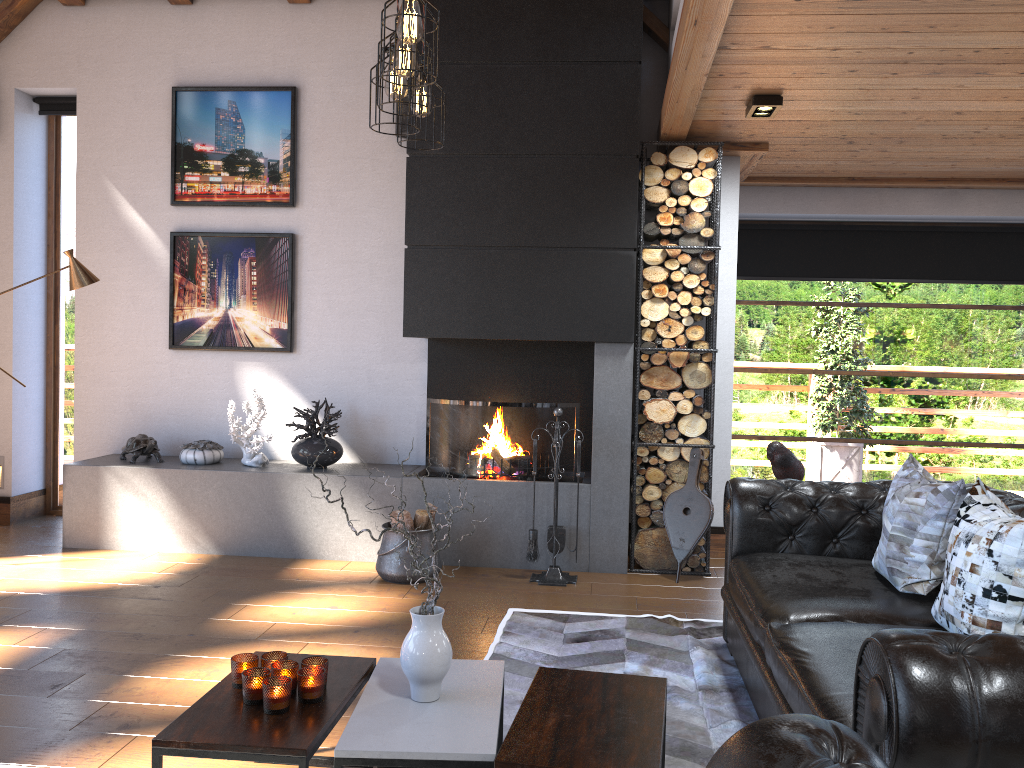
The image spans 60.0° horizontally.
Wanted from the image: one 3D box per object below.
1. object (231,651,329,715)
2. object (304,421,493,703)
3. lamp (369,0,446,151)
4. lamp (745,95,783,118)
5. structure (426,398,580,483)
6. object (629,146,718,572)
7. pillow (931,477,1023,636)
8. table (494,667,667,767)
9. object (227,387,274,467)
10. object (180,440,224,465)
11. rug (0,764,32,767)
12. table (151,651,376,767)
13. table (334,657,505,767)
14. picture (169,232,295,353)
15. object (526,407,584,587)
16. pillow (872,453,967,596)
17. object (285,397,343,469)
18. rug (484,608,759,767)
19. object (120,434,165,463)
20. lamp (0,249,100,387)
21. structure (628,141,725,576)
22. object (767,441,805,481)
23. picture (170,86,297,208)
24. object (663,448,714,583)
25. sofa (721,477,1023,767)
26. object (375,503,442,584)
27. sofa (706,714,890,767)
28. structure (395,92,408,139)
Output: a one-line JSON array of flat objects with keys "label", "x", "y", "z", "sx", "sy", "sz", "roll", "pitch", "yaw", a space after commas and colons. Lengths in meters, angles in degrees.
[{"label": "object", "x": -0.666, "y": 0.843, "z": 2.549, "sx": 0.299, "sy": 0.081, "sz": 0.249, "roll": 4, "pitch": 3, "yaw": 44}, {"label": "object", "x": -0.265, "y": 0.492, "z": 2.485, "sx": 0.404, "sy": 0.808, "sz": 0.624, "roll": 2, "pitch": 2, "yaw": 17}, {"label": "lamp", "x": -0.349, "y": -1.997, "z": 3.041, "sx": 0.262, "sy": 2.201, "sz": 0.802, "roll": 1, "pitch": 2, "yaw": -3}, {"label": "lamp", "x": 1.329, "y": -1.470, "z": 4.681, "sx": 0.155, "sy": 0.068, "sz": 0.262, "roll": 2, "pitch": 2, "yaw": 6}, {"label": "structure", "x": -0.073, "y": 0.366, "z": 5.584, "sx": 0.980, "sy": 0.514, "sz": 0.184, "roll": 2, "pitch": 2, "yaw": 5}, {"label": "object", "x": 1.013, "y": -0.152, "z": 5.613, "sx": 0.492, "sy": 2.611, "sz": 0.467, "roll": 2, "pitch": 2, "yaw": 5}, {"label": "pillow", "x": 1.488, "y": 0.556, "z": 2.739, "sx": 0.282, "sy": 0.469, "sz": 0.530, "roll": 2, "pitch": 2, "yaw": 9}, {"label": "table", "x": 0.213, "y": 1.085, "z": 2.448, "sx": 0.398, "sy": 0.350, "sz": 0.653, "roll": 2, "pitch": 2, "yaw": 11}, {"label": "object", "x": -1.714, "y": 0.284, "z": 5.778, "sx": 0.261, "sy": 0.532, "sz": 0.423, "roll": 1, "pitch": 2, "yaw": -25}, {"label": "object", "x": -2.070, "y": 0.450, "z": 5.904, "sx": 0.280, "sy": 0.160, "sz": 0.260, "roll": 2, "pitch": 2, "yaw": 8}, {"label": "rug", "x": -2.314, "y": 1.214, "z": 1.650, "sx": 3.799, "sy": 0.053, "sz": 2.439, "roll": 2, "pitch": 3, "yaw": 6}, {"label": "table", "x": -0.674, "y": 1.059, "z": 2.537, "sx": 0.399, "sy": 0.350, "sz": 0.652, "roll": 2, "pitch": 2, "yaw": 6}, {"label": "table", "x": -0.236, "y": 1.071, "z": 2.523, "sx": 0.400, "sy": 0.350, "sz": 0.651, "roll": 1, "pitch": 2, "yaw": 1}, {"label": "picture", "x": -1.937, "y": -0.635, "z": 6.114, "sx": 0.877, "sy": 0.816, "sz": 0.036, "roll": 2, "pitch": 2, "yaw": 5}, {"label": "object", "x": 0.258, "y": 0.645, "z": 5.185, "sx": 0.311, "sy": 1.017, "sz": 0.304, "roll": 0, "pitch": 2, "yaw": -39}, {"label": "pillow", "x": 1.565, "y": 0.528, "z": 3.416, "sx": 0.282, "sy": 0.469, "sz": 0.530, "roll": 2, "pitch": 2, "yaw": 9}, {"label": "object", "x": -1.275, "y": 0.321, "z": 5.805, "sx": 0.338, "sy": 0.455, "sz": 0.337, "roll": 3, "pitch": 2, "yaw": 31}, {"label": "rug", "x": 0.920, "y": 1.258, "z": 2.470, "sx": 2.425, "sy": 0.053, "sz": 4.056, "roll": 2, "pitch": 3, "yaw": 7}, {"label": "object", "x": -2.465, "y": 0.427, "z": 5.919, "sx": 0.229, "sy": 0.182, "sz": 0.401, "roll": 0, "pitch": 3, "yaw": -40}, {"label": "lamp", "x": -3.088, "y": 0.125, "z": 5.085, "sx": 0.522, "sy": 1.898, "sz": 1.335, "roll": 2, "pitch": 2, "yaw": 27}, {"label": "structure", "x": 1.019, "y": -0.158, "z": 5.603, "sx": 0.501, "sy": 2.616, "sz": 0.513, "roll": 2, "pitch": 2, "yaw": 6}, {"label": "object", "x": 1.393, "y": 0.446, "z": 4.493, "sx": 0.251, "sy": 0.319, "sz": 0.148, "roll": 0, "pitch": 3, "yaw": -43}, {"label": "picture", "x": -1.913, "y": -1.629, "z": 6.085, "sx": 0.877, "sy": 0.816, "sz": 0.036, "roll": 2, "pitch": 2, "yaw": 5}, {"label": "object", "x": 1.055, "y": 0.775, "z": 5.313, "sx": 0.269, "sy": 0.794, "sz": 0.262, "roll": 1, "pitch": 2, "yaw": -11}, {"label": "sofa", "x": 1.454, "y": 0.857, "z": 2.948, "sx": 1.237, "sy": 0.838, "sz": 2.572, "roll": 2, "pitch": 2, "yaw": 6}, {"label": "object", "x": -0.600, "y": 0.922, "z": 5.179, "sx": 0.380, "sy": 0.431, "sz": 0.388, "roll": 3, "pitch": 2, "yaw": 32}, {"label": "sofa", "x": -0.705, "y": 0.890, "z": 0.993, "sx": 2.561, "sy": 0.838, "sz": 1.242, "roll": 2, "pitch": 2, "yaw": 5}, {"label": "structure", "x": -0.678, "y": -1.822, "z": 5.889, "sx": 0.213, "sy": 0.349, "sz": 0.214, "roll": 2, "pitch": 2, "yaw": 6}]
